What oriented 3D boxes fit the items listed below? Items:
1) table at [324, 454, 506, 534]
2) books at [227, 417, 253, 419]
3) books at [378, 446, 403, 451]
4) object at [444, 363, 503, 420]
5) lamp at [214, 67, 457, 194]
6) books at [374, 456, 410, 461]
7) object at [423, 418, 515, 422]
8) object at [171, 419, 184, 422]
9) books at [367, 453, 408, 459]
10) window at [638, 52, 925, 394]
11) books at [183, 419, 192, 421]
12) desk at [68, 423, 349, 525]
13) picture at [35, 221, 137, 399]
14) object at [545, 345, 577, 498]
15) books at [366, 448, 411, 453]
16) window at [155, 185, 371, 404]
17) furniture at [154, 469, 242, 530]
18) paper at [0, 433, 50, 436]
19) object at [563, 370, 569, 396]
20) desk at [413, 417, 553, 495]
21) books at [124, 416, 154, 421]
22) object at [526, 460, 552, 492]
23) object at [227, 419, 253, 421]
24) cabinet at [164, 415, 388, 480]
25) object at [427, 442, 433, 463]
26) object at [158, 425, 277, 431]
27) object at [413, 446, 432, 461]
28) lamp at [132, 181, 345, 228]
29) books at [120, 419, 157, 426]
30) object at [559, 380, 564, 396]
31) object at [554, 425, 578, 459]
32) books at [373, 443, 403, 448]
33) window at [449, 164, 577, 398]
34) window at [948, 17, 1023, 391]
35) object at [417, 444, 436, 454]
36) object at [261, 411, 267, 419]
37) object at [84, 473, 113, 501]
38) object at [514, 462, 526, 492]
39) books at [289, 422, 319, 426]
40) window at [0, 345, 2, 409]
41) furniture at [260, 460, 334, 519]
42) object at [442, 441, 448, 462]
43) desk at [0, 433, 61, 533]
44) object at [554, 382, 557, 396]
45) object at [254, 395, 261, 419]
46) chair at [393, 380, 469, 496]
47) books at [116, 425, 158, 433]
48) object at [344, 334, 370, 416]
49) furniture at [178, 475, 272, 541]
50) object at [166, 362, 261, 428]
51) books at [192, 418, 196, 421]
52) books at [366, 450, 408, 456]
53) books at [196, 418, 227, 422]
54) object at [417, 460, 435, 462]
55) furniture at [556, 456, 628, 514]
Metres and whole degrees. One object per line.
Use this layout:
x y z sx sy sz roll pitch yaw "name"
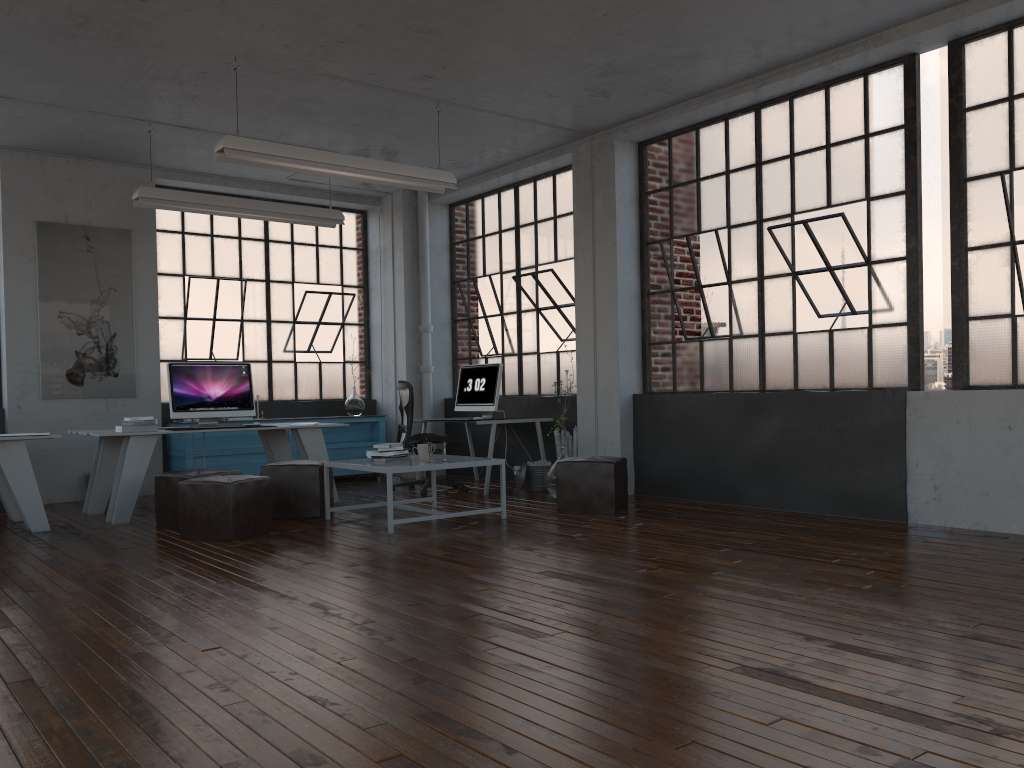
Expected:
-0.737 0.795 6.671 0.991 0.445 0.972 -1 -1 -38 "table"
-2.831 0.354 9.145 0.248 0.014 0.187 -1 -1 -40 "books"
-0.917 0.486 6.702 0.184 0.026 0.125 -1 -1 -8 "books"
-0.399 0.079 8.886 0.377 0.553 0.714 -2 0 -36 "object"
-1.231 -1.840 6.505 1.876 0.629 0.202 -1 0 -38 "lamp"
-0.913 0.566 6.734 0.218 0.028 0.171 -1 -1 -38 "books"
-0.396 0.362 8.890 0.687 0.008 0.848 -1 -1 -36 "object"
-3.419 0.270 9.050 0.132 0.237 0.132 -1 1 18 "object"
-0.947 0.544 6.723 0.274 0.025 0.210 -1 -1 -18 "books"
1.968 -1.063 7.026 0.669 2.391 2.591 -2 0 -38 "window"
-3.319 0.261 9.058 0.032 0.239 0.172 -2 1 -38 "books"
-2.591 0.725 7.697 2.076 0.704 1.075 -1 0 -38 "desk"
-4.056 -0.689 8.474 0.853 1.651 0.025 -2 1 -38 "picture"
0.444 0.322 7.515 0.330 1.340 0.618 -1 1 -1 "object"
-0.937 0.502 6.726 0.275 0.014 0.200 -1 -1 -38 "books"
-2.729 -0.926 9.922 2.589 2.392 0.669 -1 1 -38 "window"
-2.323 0.855 6.588 0.480 0.439 0.479 -1 0 31 "furniture"
-3.680 0.378 6.617 0.428 0.001 0.485 -1 -1 -27 "paper"
0.545 -0.011 8.766 0.084 0.256 0.084 -1 1 -15 "object"
-0.329 0.697 8.940 0.933 0.688 1.227 -1 0 -38 "desk"
-2.966 0.274 7.044 0.185 0.030 0.153 -1 -1 -37 "books"
0.270 0.869 8.484 0.290 0.294 0.290 -1 0 10 "object"
-2.827 0.368 9.147 0.253 0.014 0.187 -1 -1 -38 "object"
-2.477 0.737 9.537 2.262 0.733 0.627 -1 0 -38 "cabinet"
-0.591 0.493 6.359 0.052 0.148 0.052 -1 1 3 "object"
-2.522 0.373 7.546 0.848 0.008 0.687 -1 -1 -36 "object"
-0.654 0.513 6.523 0.129 0.109 0.101 -1 0 -29 "object"
-2.372 -1.594 7.887 1.876 0.205 0.202 -1 0 -38 "lamp"
-2.957 0.305 7.031 0.257 0.044 0.193 -1 -1 -18 "books"
0.494 0.042 8.838 0.066 0.160 0.066 -1 1 -7 "object"
0.552 0.700 8.451 0.293 0.628 0.274 -1 1 4 "object"
-0.936 0.463 6.690 0.141 0.026 0.202 -1 -1 22 "books"
0.075 -0.993 9.453 0.669 2.391 2.591 -2 0 -38 "window"
3.693 -1.127 4.814 0.669 2.391 2.591 -2 0 -38 "window"
-0.663 0.516 6.805 0.129 0.109 0.101 -1 0 -29 "object"
-2.655 0.332 9.433 0.088 0.085 0.088 -1 0 -33 "object"
-3.900 0.952 8.418 0.292 0.308 0.292 -1 0 -10 "object"
0.077 0.884 8.440 0.107 0.281 0.293 -1 0 -13 "object"
-1.835 0.354 7.837 0.205 0.019 0.243 -1 -1 2 "books"
-5.809 -0.889 7.520 2.589 2.392 0.669 -1 1 -38 "window"
-1.708 0.837 7.070 0.503 0.461 0.503 -1 0 0 "furniture"
-0.485 0.489 6.402 0.055 0.153 0.055 -1 1 29 "object"
-4.420 0.744 6.270 2.056 0.697 1.064 -1 0 -38 "desk"
0.435 0.047 8.852 0.055 0.153 0.055 -1 1 11 "object"
-2.744 0.250 9.575 0.084 0.256 0.084 -1 1 29 "object"
-0.833 0.505 8.620 0.792 1.086 0.770 -1 0 -34 "chair"
-2.982 0.353 7.042 0.271 0.050 0.200 -1 -1 -38 "books"
-1.721 -0.105 10.062 0.434 0.940 0.231 -1 1 34 "object"
-1.963 0.845 6.090 0.471 0.431 0.470 -1 0 21 "furniture"
-2.528 0.090 7.545 0.714 0.553 0.377 -1 0 -36 "object"
-3.279 0.260 9.075 0.053 0.241 0.172 -2 1 -38 "books"
-0.946 0.521 6.723 0.200 0.031 0.272 -2 -1 27 "books"
-3.045 0.361 8.982 0.258 0.032 0.191 -1 -1 -36 "books"
-0.634 0.567 6.535 0.137 0.003 0.137 -1 -1 -17 "object"
0.639 0.805 7.025 0.503 0.461 0.503 -1 0 19 "furniture"
